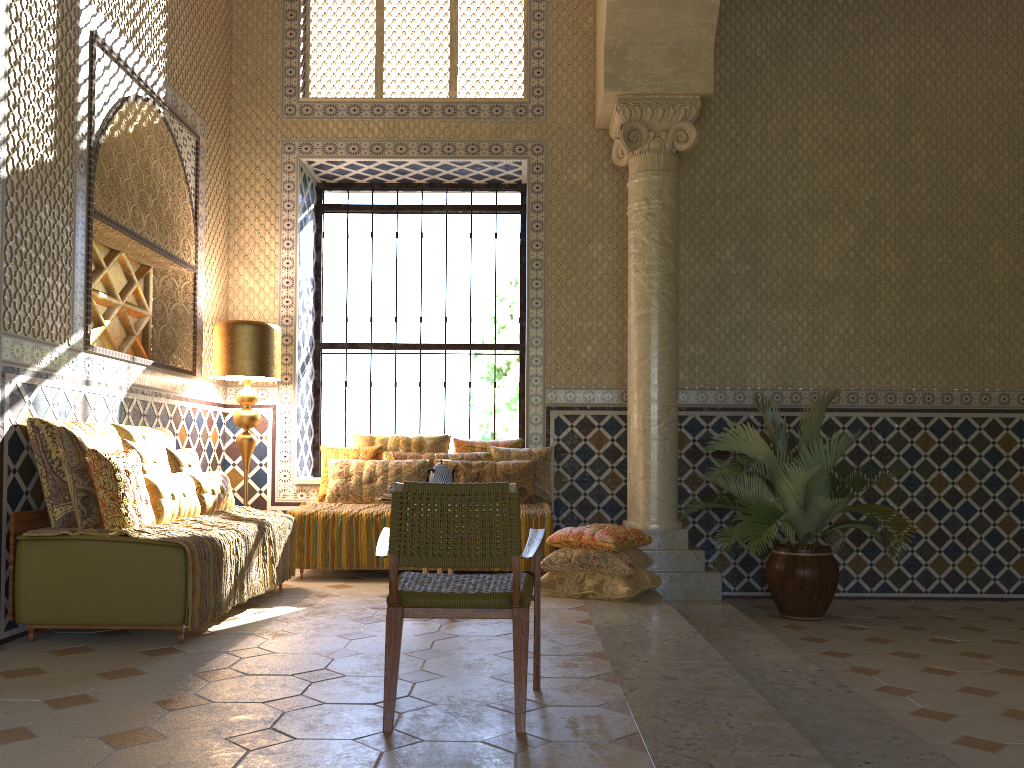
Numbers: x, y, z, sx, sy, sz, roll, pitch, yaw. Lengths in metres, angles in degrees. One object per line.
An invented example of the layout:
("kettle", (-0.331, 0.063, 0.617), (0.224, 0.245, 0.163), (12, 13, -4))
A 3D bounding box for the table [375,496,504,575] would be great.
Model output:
("table", (-0.621, 1.457, 7.560), (1.101, 0.979, 1.103), (-1, -4, 30))

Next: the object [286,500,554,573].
("object", (-1.001, 1.685, 10.018), (2.885, 0.717, 1.318), (0, -4, 1))

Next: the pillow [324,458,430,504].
("pillow", (-1.542, 1.128, 10.127), (1.191, 0.546, 0.329), (0, -2, 1))

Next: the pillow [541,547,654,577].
("pillow", (0.849, 1.743, 8.730), (0.932, 0.347, 0.882), (-1, -5, 21))

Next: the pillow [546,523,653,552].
("pillow", (0.866, 1.535, 8.726), (0.804, 0.310, 0.749), (-3, -5, 35))

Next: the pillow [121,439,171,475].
("pillow", (-3.061, 0.818, 7.480), (0.340, 0.692, 0.743), (0, -3, 1))

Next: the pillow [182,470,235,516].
("pillow", (-2.846, 1.044, 8.324), (0.271, 0.449, 0.985), (0, -4, 1))

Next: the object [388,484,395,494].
("object", (-0.973, 0.913, 7.577), (0.183, 0.100, 0.183), (2, -4, -18))

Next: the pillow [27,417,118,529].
("pillow", (-3.343, 0.698, 6.965), (0.422, 0.830, 1.195), (0, -4, 1))

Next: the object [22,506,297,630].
("object", (-2.790, 1.473, 7.547), (1.314, 0.716, 2.894), (0, -4, 1))

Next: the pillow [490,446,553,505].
("pillow", (0.107, 1.072, 10.352), (0.741, 0.692, 0.341), (0, -2, 1))

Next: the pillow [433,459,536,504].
("pillow", (-0.316, 1.136, 10.115), (1.191, 0.546, 0.329), (0, -2, 1))

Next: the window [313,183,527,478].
("window", (-4.044, -0.733, 11.521), (8.483, 3.984, 0.575), (1, -2, -3))

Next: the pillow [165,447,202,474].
("pillow", (-3.054, 0.913, 8.282), (0.313, 0.636, 0.683), (0, -3, 1))

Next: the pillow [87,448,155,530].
("pillow", (-2.885, 0.807, 6.591), (0.345, 0.650, 0.686), (0, -3, 0))

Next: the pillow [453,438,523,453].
("pillow", (-0.301, 1.045, 10.634), (0.855, 0.799, 0.394), (0, -2, 1))

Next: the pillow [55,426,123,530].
("pillow", (-3.145, 0.722, 6.739), (0.383, 0.779, 0.836), (0, -3, 1))

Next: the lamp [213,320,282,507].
("lamp", (-3.007, 0.724, 10.024), (0.737, 2.809, 0.737), (1, -2, -30))

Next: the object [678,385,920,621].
("object", (3.208, 1.252, 9.466), (2.642, 2.498, 2.169), (1, -3, -13))

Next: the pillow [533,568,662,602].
("pillow", (0.866, 1.946, 8.734), (0.991, 0.367, 1.045), (-2, -5, 26))

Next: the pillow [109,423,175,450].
("pillow", (-3.332, 0.795, 8.161), (0.422, 0.830, 1.195), (0, -4, 1))

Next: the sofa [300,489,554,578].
("sofa", (-0.961, 1.699, 10.080), (2.849, 0.936, 1.277), (0, -4, 1))

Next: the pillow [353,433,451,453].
("pillow", (-1.337, 1.005, 10.586), (1.192, 0.831, 0.423), (0, -2, 1))

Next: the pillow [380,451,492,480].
("pillow", (-0.892, 1.095, 10.340), (1.341, 0.614, 0.371), (0, -2, 1))

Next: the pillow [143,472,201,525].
("pillow", (-2.855, 0.968, 7.388), (0.271, 0.449, 0.985), (0, -4, 1))

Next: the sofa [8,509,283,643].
("sofa", (-2.851, 1.482, 7.560), (1.273, 0.935, 2.857), (0, -4, 1))

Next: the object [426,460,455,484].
("object", (-0.612, 0.811, 7.616), (0.273, 0.323, 0.199), (1, -2, -10))

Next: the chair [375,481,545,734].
("chair", (-0.285, 1.116, 4.739), (0.950, 1.207, 0.908), (0, -3, 1))

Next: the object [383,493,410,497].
("object", (-0.973, 0.951, 7.577), (0.256, 0.032, 0.256), (2, -5, -21))

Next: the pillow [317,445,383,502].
("pillow", (-1.901, 1.060, 10.371), (0.741, 0.692, 0.341), (0, -2, 1))
